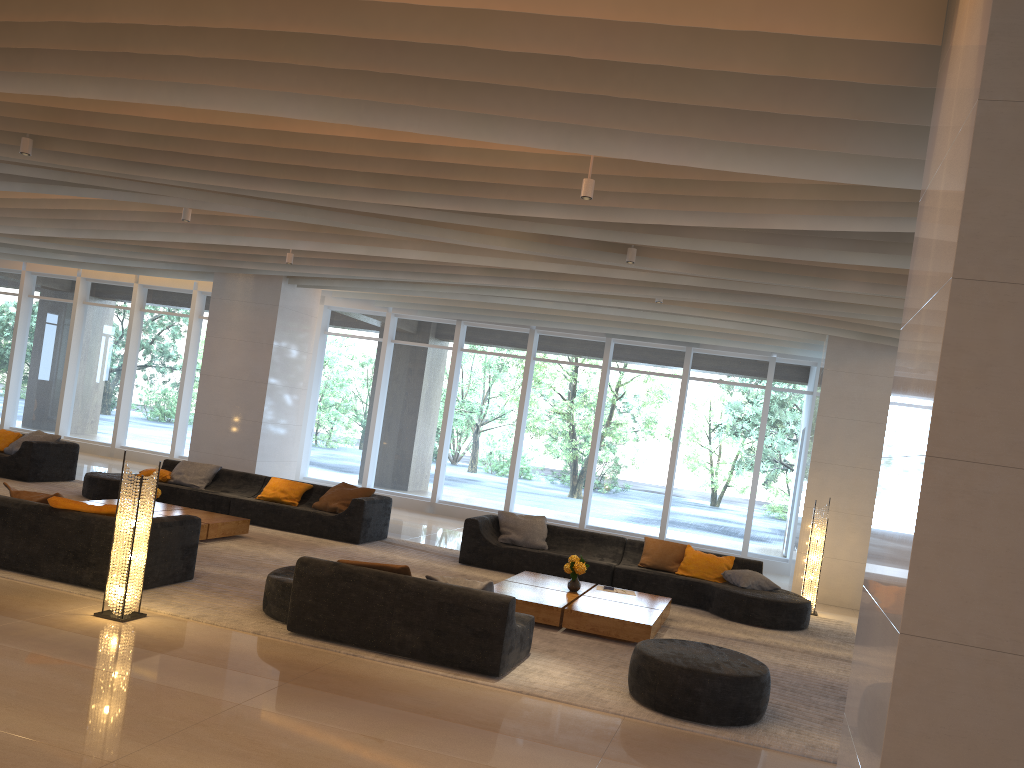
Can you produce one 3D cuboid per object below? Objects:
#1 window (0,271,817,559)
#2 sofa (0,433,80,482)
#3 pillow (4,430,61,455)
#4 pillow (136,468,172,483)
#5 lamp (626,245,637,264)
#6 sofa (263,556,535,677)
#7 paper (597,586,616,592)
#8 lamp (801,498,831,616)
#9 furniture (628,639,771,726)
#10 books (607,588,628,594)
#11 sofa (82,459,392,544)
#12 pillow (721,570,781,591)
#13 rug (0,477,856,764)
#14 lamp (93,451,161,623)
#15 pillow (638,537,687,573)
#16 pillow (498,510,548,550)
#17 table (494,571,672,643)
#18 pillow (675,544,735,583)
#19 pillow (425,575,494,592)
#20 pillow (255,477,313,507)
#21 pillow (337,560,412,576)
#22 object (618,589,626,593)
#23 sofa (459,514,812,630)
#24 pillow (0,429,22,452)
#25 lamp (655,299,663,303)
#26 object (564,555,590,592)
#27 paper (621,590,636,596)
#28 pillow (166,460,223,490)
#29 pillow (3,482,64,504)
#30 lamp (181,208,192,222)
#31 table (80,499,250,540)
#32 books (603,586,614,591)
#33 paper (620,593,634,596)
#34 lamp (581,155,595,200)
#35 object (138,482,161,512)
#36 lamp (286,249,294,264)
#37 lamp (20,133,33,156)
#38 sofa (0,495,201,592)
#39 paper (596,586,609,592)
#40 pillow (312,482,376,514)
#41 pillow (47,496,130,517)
[{"bbox_3d":[-4.890,-0.100,14.598,55.187,3.220,21.869,9,-3,-19],"label":"window"},{"bbox_3d":[-8.369,0.895,13.268,3.736,0.582,0.952,8,-2,15],"label":"sofa"},{"bbox_3d":[-7.077,0.879,13.074,0.626,0.377,0.559,7,-2,38],"label":"pillow"},{"bbox_3d":[-4.961,1.266,12.314,0.455,0.192,0.579,9,-2,-19],"label":"pillow"},{"bbox_3d":[1.257,-1.922,8.609,0.091,1.506,0.087,8,0,-29],"label":"lamp"},{"bbox_3d":[-0.925,1.683,7.033,2.228,0.576,1.370,8,-2,15],"label":"sofa"},{"bbox_3d":[0.983,2.130,9.215,0.185,0.001,0.258,8,-3,8],"label":"paper"},{"bbox_3d":[3.751,2.114,10.979,0.247,1.450,0.253,8,0,16],"label":"lamp"},{"bbox_3d":[1.313,2.079,6.243,0.968,0.364,1.000,7,-3,25],"label":"furniture"},{"bbox_3d":[1.079,2.139,9.194,0.212,0.011,0.181,8,-3,-3],"label":"books"},{"bbox_3d":[-3.745,1.499,11.872,4.102,0.582,1.365,8,-2,14],"label":"sofa"},{"bbox_3d":[2.761,2.274,10.249,0.596,0.209,0.432,9,-2,-25],"label":"pillow"},{"bbox_3d":[-4.421,1.613,10.005,16.045,0.022,5.575,8,-3,15],"label":"rug"},{"bbox_3d":[-2.750,1.089,6.418,0.247,1.198,0.253,8,0,16],"label":"lamp"},{"bbox_3d":[1.834,2.084,10.698,0.570,0.374,0.374,8,-1,14],"label":"pillow"},{"bbox_3d":[0.135,1.833,11.173,0.642,0.377,0.545,8,-2,-6],"label":"pillow"},{"bbox_3d":[0.665,2.171,8.667,1.583,0.220,1.619,7,-3,16],"label":"table"},{"bbox_3d":[2.293,2.157,10.515,0.597,0.403,0.482,8,-2,23],"label":"pillow"},{"bbox_3d":[-0.344,1.581,6.650,0.558,0.345,0.462,8,-2,14],"label":"pillow"},{"bbox_3d":[-3.083,1.482,11.933,0.630,0.394,0.455,8,-1,15],"label":"pillow"},{"bbox_3d":[-0.982,1.498,6.706,0.597,0.392,0.402,8,-1,18],"label":"pillow"},{"bbox_3d":[1.132,2.144,9.198,0.106,0.014,0.180,8,-3,-3],"label":"object"},{"bbox_3d":[1.454,2.193,10.645,4.122,0.582,1.358,7,-2,22],"label":"sofa"},{"bbox_3d":[-7.573,0.841,13.188,0.403,0.312,0.326,8,-1,18],"label":"pillow"},{"bbox_3d":[1.885,-1.732,10.736,0.091,1.506,0.087,8,0,-29],"label":"lamp"},{"bbox_3d":[0.628,1.870,8.788,0.233,0.377,0.269,8,-1,18],"label":"object"},{"bbox_3d":[1.185,2.159,9.195,0.185,0.001,0.257,8,-3,3],"label":"paper"},{"bbox_3d":[-4.429,1.286,12.287,0.657,0.416,0.467,8,-1,16],"label":"pillow"},{"bbox_3d":[-4.049,1.082,7.609,0.594,0.410,0.449,8,-1,17],"label":"pillow"},{"bbox_3d":[-3.515,-2.554,9.841,0.090,1.506,0.088,8,0,-11],"label":"lamp"},{"bbox_3d":[-4.098,1.542,9.922,1.583,0.220,1.619,7,-3,16],"label":"table"},{"bbox_3d":[1.004,2.125,9.218,0.111,0.011,0.182,8,-3,7],"label":"books"},{"bbox_3d":[1.185,2.159,9.195,0.190,0.001,0.260,8,-3,3],"label":"paper"},{"bbox_3d":[0.654,-2.107,6.512,0.091,1.506,0.087,8,0,-29],"label":"lamp"},{"bbox_3d":[-4.004,1.245,9.746,0.260,0.377,0.241,8,-1,38],"label":"object"},{"bbox_3d":[-2.898,-2.367,11.951,0.089,1.506,0.089,8,0,7],"label":"lamp"},{"bbox_3d":[-4.128,-2.742,7.713,0.089,1.506,0.089,8,0,7],"label":"lamp"},{"bbox_3d":[-4.672,1.176,7.833,3.736,0.582,0.952,8,-2,15],"label":"sofa"},{"bbox_3d":[0.978,2.130,9.213,0.196,0.001,0.264,8,-3,7],"label":"paper"},{"bbox_3d":[-2.239,1.519,11.799,0.626,0.377,0.559,7,-2,38],"label":"pillow"},{"bbox_3d":[-3.456,1.136,7.378,0.642,0.377,0.545,8,-2,-6],"label":"pillow"}]
